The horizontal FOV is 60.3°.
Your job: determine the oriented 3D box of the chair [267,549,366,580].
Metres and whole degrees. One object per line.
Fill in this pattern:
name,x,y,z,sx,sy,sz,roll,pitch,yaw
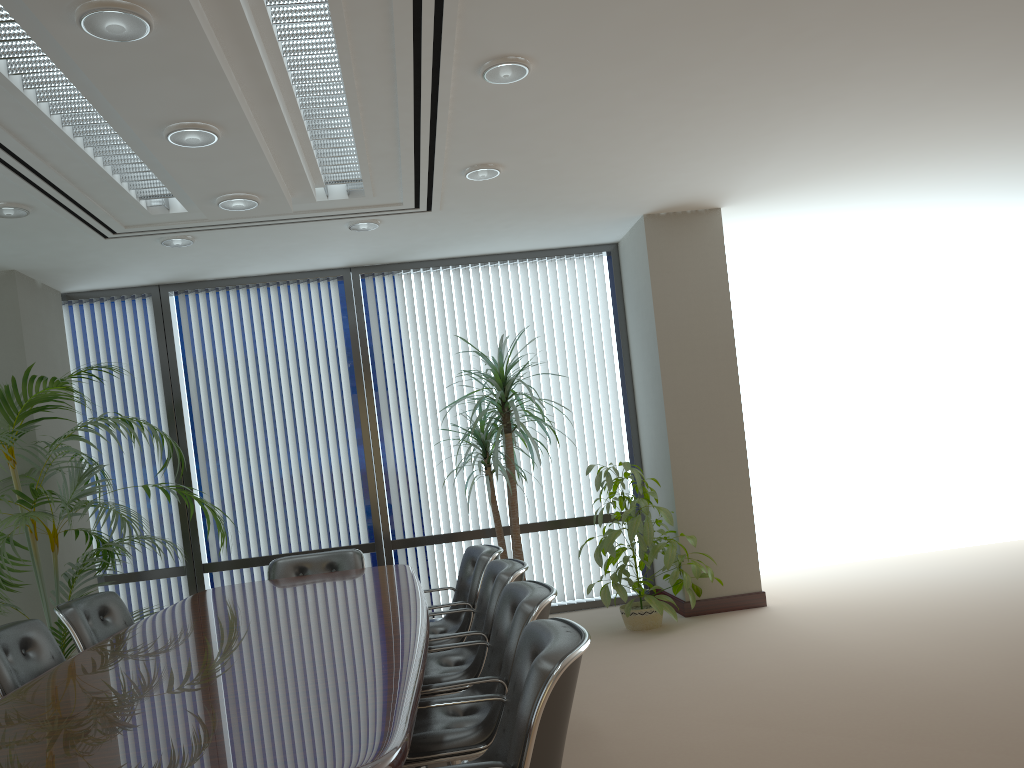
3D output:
chair,-1.252,1.554,5.735,0.758,0.860,0.854,-6,-1,-6

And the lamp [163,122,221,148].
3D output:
lamp,-1.328,-1.029,3.667,0.226,0.035,0.225,-8,-5,18

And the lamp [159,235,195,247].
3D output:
lamp,-2.221,-0.942,5.850,0.225,0.035,0.225,-7,-4,4

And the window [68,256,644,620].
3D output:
window,-2.680,0.632,5.899,3.553,2.913,7.339,-8,-4,39

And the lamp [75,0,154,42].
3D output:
lamp,-1.227,-1.115,2.727,0.225,0.035,0.225,-7,-4,11

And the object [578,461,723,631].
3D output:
object,0.973,1.208,6.487,0.974,1.314,0.861,-6,0,-36

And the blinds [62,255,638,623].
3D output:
blinds,-1.499,0.600,7.309,4.922,2.915,0.050,-6,2,-6

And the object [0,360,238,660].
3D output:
object,-3.039,0.920,5.502,2.094,2.482,2.162,-7,-1,14

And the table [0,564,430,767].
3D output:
table,-1.063,1.429,3.747,1.504,0.749,4.084,-6,-4,-7

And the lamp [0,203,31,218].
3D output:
lamp,-2.786,-0.954,4.878,0.226,0.035,0.225,-8,-5,18

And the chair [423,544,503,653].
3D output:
chair,-0.425,1.404,5.042,0.850,0.860,0.737,-6,-1,-11

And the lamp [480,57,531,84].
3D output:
lamp,-0.027,-1.354,3.827,0.226,0.035,0.225,-8,-5,18

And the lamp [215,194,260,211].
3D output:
lamp,-1.430,-0.943,4.606,0.226,0.035,0.225,-8,-5,18

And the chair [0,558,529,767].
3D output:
chair,-1.123,1.412,4.139,2.523,0.860,0.760,-6,-1,-6

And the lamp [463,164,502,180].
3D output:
lamp,-0.171,-1.232,5.156,0.226,0.035,0.225,-8,-5,18

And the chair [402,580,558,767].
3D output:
chair,-0.205,1.247,3.383,0.851,0.860,0.760,-6,-1,-6

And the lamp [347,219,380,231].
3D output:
lamp,-1.006,-1.071,5.979,0.224,0.035,0.226,-5,-5,-17

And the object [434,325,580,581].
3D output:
object,-0.018,0.760,6.674,1.011,2.317,1.036,-7,1,-31

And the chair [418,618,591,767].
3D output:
chair,-0.155,1.172,2.502,0.856,0.860,0.754,-6,-1,-2

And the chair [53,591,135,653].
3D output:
chair,-1.999,1.573,4.898,0.852,0.860,0.759,-7,-1,-1
